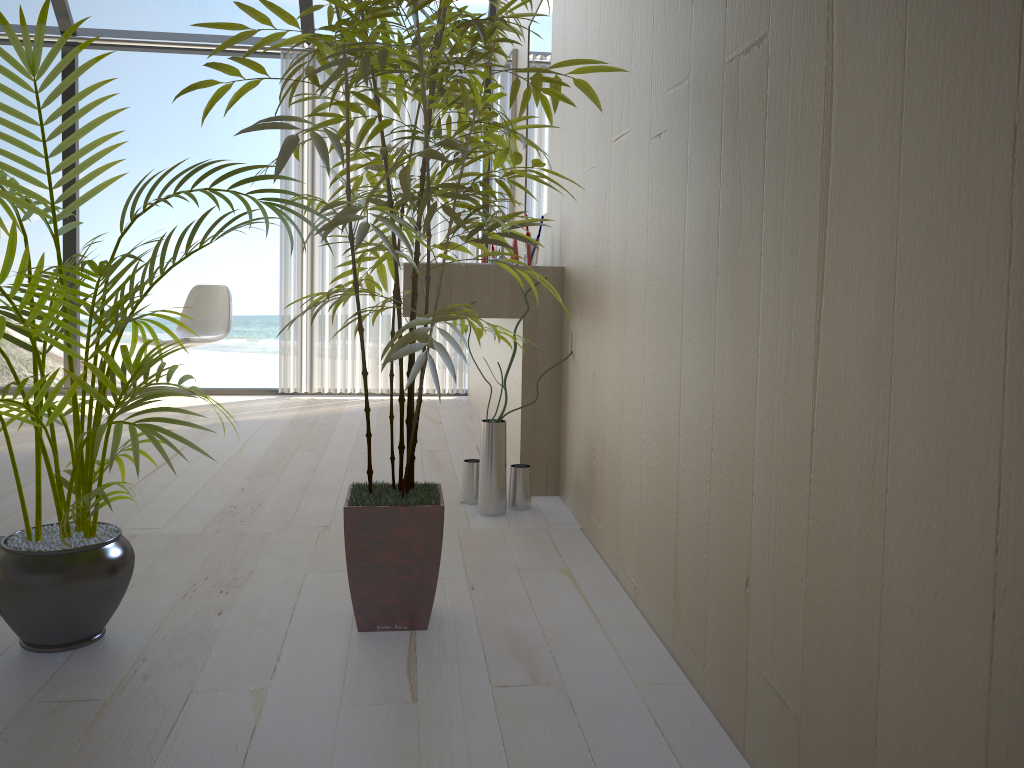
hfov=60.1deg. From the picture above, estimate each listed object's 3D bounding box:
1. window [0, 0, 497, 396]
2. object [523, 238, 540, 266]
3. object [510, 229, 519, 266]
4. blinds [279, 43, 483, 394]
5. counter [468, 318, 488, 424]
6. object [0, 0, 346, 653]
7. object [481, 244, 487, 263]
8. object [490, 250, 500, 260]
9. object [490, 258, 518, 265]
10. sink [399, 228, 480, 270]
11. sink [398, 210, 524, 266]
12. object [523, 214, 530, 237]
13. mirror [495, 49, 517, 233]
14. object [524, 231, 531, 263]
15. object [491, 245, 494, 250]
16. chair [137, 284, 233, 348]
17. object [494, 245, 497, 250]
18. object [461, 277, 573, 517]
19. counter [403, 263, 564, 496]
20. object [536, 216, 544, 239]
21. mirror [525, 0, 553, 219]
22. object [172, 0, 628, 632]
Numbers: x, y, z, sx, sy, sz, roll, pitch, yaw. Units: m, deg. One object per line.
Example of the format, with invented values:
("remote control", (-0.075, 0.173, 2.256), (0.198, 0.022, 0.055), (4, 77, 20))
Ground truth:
("window", (-2.364, -1.303, 4.923), (4.559, 2.804, 0.748), (0, 3, -7))
("object", (0.067, -0.455, 3.076), (0.058, 0.100, 0.059), (1, 4, 3))
("object", (0.009, -0.482, 3.157), (0.039, 0.134, 0.039), (3, 4, 34))
("blinds", (-0.788, -0.975, 5.331), (1.182, 2.063, 0.084), (1, 3, -7))
("counter", (-0.309, -0.208, 4.735), (0.550, 0.787, 1.211), (1, 6, -7))
("object", (-0.914, -0.080, 1.712), (0.917, 1.153, 0.753), (3, 5, 26))
("object", (-0.138, -0.622, 4.353), (0.039, 0.134, 0.039), (4, 4, 41))
("object", (-0.080, -0.594, 4.271), (0.058, 0.100, 0.059), (1, 4, 0))
("object", (-0.028, -0.426, 3.088), (0.104, 0.029, 0.033), (5, 6, 33))
("sink", (-0.344, -0.617, 4.673), (0.504, 0.418, 0.576), (1, 5, -4))
("sink", (-0.197, -0.478, 3.478), (0.504, 0.418, 0.576), (1, 5, -4))
("object", (0.051, -0.494, 3.048), (0.012, 0.177, 0.050), (3, 4, 32))
("mirror", (-0.035, -1.227, 4.626), (0.023, 0.865, 0.656), (1, 4, -7))
("object", (0.064, -0.493, 3.257), (0.039, 0.134, 0.039), (3, 4, 34))
("object", (-0.095, -0.634, 4.244), (0.012, 0.177, 0.050), (3, 4, 32))
("chair", (-1.786, -0.377, 4.887), (0.369, 0.346, 0.456), (3, 6, 21))
("object", (-0.083, -0.632, 4.453), (0.039, 0.134, 0.039), (4, 4, 41))
("object", (0.041, 0.033, 2.824), (0.407, 0.746, 0.275), (0, 4, -19))
("counter", (-0.162, -0.069, 3.540), (0.550, 0.787, 1.211), (1, 6, -7))
("object", (0.082, -0.495, 3.068), (0.054, 0.174, 0.012), (2, 3, 18))
("mirror", (0.118, -1.107, 3.602), (0.023, 0.865, 0.656), (1, 4, -7))
("object", (-0.171, -0.366, 1.829), (0.787, 1.750, 0.938), (2, 4, 18))
